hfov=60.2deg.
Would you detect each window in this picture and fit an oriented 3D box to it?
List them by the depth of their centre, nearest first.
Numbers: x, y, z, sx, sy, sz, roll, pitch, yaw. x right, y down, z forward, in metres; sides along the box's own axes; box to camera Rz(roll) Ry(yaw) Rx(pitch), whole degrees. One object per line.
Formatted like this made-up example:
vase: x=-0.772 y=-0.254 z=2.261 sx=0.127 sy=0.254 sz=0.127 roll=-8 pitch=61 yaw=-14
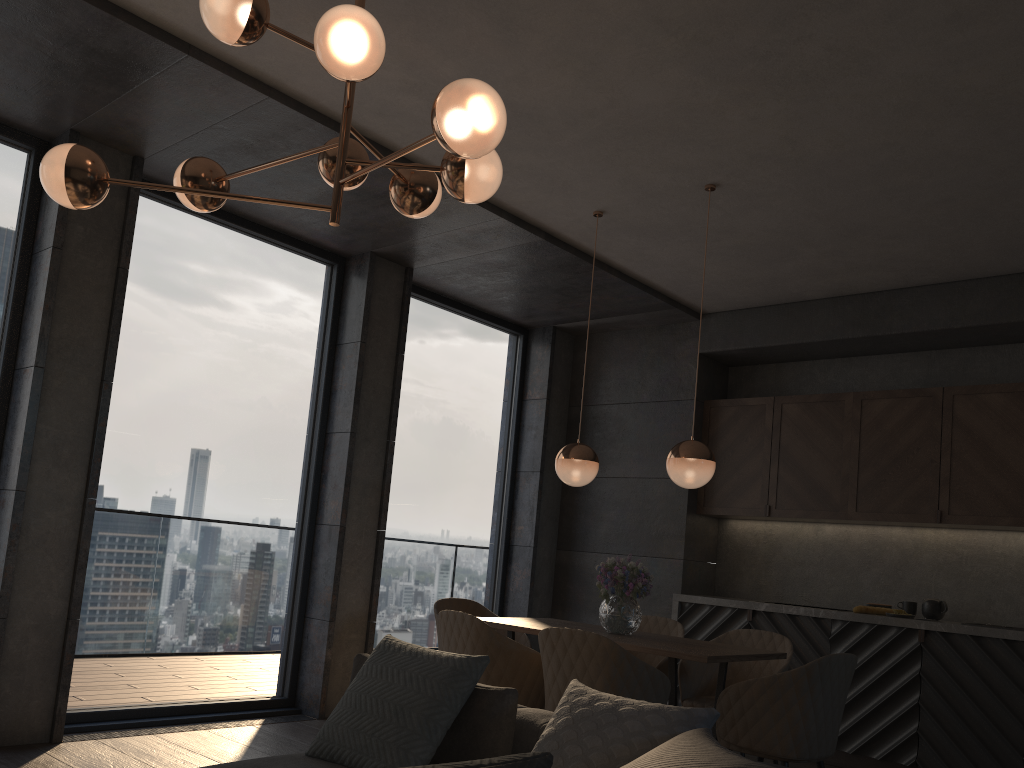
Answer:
window: x=-2.405 y=0.269 z=4.538 sx=0.199 sy=2.967 sz=7.347 roll=0 pitch=-11 yaw=42

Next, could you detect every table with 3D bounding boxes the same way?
table: x=0.484 y=1.633 z=4.399 sx=1.469 sy=0.761 sz=0.777 roll=-4 pitch=-13 yaw=42

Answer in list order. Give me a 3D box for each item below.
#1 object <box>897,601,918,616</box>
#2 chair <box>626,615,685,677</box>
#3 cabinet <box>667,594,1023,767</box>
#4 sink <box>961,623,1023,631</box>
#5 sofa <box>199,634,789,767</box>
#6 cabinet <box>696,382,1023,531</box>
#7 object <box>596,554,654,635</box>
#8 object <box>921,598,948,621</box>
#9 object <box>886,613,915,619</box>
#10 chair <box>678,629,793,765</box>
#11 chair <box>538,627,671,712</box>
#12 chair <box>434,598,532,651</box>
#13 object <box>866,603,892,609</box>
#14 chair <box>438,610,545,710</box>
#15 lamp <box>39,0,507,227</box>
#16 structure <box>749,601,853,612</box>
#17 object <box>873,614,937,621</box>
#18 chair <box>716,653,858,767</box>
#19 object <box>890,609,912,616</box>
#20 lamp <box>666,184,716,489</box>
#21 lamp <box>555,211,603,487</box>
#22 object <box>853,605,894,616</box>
object: x=2.542 y=1.447 z=5.667 sx=0.112 sy=0.102 sz=0.091 roll=8 pitch=-9 yaw=-15
chair: x=0.676 y=1.738 z=5.011 sx=0.555 sy=0.827 sz=0.516 roll=0 pitch=-9 yaw=36
cabinet: x=2.582 y=1.932 z=5.412 sx=3.398 sy=0.939 sz=0.607 roll=-4 pitch=-12 yaw=42
sink: x=3.169 y=1.239 z=5.066 sx=0.964 sy=0.541 sz=0.466 roll=-4 pitch=-12 yaw=42
sofa: x=-0.592 y=1.018 z=1.829 sx=2.027 sy=0.775 sz=2.944 roll=-4 pitch=-14 yaw=41
cabinet: x=2.796 y=0.477 z=5.656 sx=3.398 sy=0.856 sz=0.373 roll=-5 pitch=-12 yaw=42
object: x=0.566 y=1.061 z=4.475 sx=0.297 sy=0.404 sz=0.332 roll=4 pitch=-8 yaw=12
object: x=2.656 y=1.420 z=5.564 sx=0.136 sy=0.136 sz=0.154 roll=3 pitch=-9 yaw=15
object: x=2.433 y=1.453 z=5.533 sx=0.171 sy=0.020 sz=0.171 roll=10 pitch=-12 yaw=-22
chair: x=1.147 y=1.693 z=4.562 sx=0.555 sy=0.827 sz=0.515 roll=-1 pitch=-10 yaw=41
chair: x=0.361 y=1.463 z=3.764 sx=0.555 sy=0.827 sz=0.516 roll=0 pitch=-9 yaw=36
chair: x=-0.197 y=1.659 z=5.014 sx=0.560 sy=0.827 sz=0.511 roll=12 pitch=-10 yaw=-43
object: x=2.408 y=1.475 z=5.791 sx=0.157 sy=0.067 sz=0.118 roll=0 pitch=-11 yaw=27
chair: x=-0.098 y=1.501 z=4.168 sx=0.514 sy=0.827 sz=0.557 roll=11 pitch=-10 yaw=-38
lamp: x=-0.556 y=-0.940 z=2.852 sx=1.461 sy=1.027 sz=1.028 roll=2 pitch=-9 yaw=18
structure: x=2.014 y=1.527 z=6.025 sx=0.611 sy=0.017 sz=0.510 roll=-5 pitch=-15 yaw=41
object: x=2.419 y=1.464 z=5.600 sx=0.490 sy=0.039 sz=0.288 roll=-3 pitch=-14 yaw=37
chair: x=1.156 y=1.537 z=3.772 sx=0.560 sy=0.827 sz=0.511 roll=12 pitch=-10 yaw=-43
object: x=2.435 y=1.436 z=5.534 sx=0.117 sy=0.045 sz=0.120 roll=15 pitch=-14 yaw=-42
lamp: x=0.934 y=-0.245 z=4.391 sx=0.239 sy=1.528 sz=0.242 roll=3 pitch=-7 yaw=18
lamp: x=0.411 y=-0.201 z=4.857 sx=0.241 sy=1.528 sz=0.239 roll=11 pitch=-8 yaw=-42
object: x=2.331 y=1.456 z=5.662 sx=0.301 sy=0.054 sz=0.072 roll=7 pitch=-9 yaw=-7
